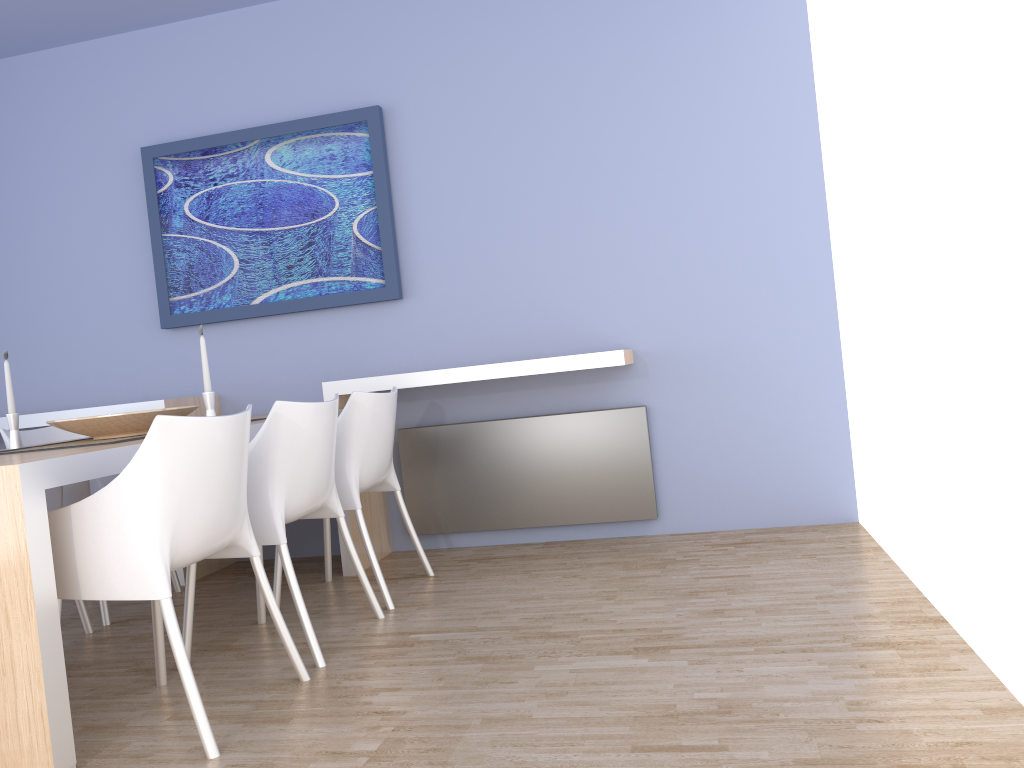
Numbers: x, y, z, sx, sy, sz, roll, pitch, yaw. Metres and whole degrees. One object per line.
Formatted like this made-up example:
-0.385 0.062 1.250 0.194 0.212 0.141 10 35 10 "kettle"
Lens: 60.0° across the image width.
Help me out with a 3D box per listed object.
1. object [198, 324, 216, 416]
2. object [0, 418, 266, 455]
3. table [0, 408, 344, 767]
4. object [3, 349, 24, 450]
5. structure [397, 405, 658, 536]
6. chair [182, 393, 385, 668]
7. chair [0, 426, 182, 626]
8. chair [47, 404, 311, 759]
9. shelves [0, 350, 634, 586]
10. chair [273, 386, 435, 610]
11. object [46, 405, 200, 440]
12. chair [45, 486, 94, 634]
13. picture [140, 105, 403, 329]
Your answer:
-1.007 -0.024 2.923 0.045 0.349 0.045 -6 1 12 "object"
-1.339 0.182 3.094 0.594 0.005 0.986 -6 1 12 "object"
-1.287 0.538 3.206 1.002 0.718 2.340 -6 1 12 "table"
-1.745 0.052 3.087 0.045 0.349 0.045 -7 1 -36 "object"
-1.246 0.539 4.346 3.843 0.503 0.064 -6 1 12 "structure"
-0.772 0.451 2.895 0.486 0.793 0.510 -6 1 13 "chair"
-1.770 0.544 3.682 0.486 0.793 0.510 -6 1 12 "chair"
-0.898 0.474 2.314 0.486 0.793 0.510 -6 1 12 "chair"
-1.358 0.468 4.182 3.901 0.840 0.463 -6 1 12 "shelves"
-0.648 0.428 3.469 0.486 0.793 0.510 -6 1 12 "chair"
-1.346 0.141 3.097 0.493 0.081 0.493 -6 1 31 "object"
-1.891 0.567 3.121 0.486 0.793 0.510 -6 1 12 "chair"
-1.176 -0.784 4.279 1.252 0.901 0.049 -6 1 12 "picture"
